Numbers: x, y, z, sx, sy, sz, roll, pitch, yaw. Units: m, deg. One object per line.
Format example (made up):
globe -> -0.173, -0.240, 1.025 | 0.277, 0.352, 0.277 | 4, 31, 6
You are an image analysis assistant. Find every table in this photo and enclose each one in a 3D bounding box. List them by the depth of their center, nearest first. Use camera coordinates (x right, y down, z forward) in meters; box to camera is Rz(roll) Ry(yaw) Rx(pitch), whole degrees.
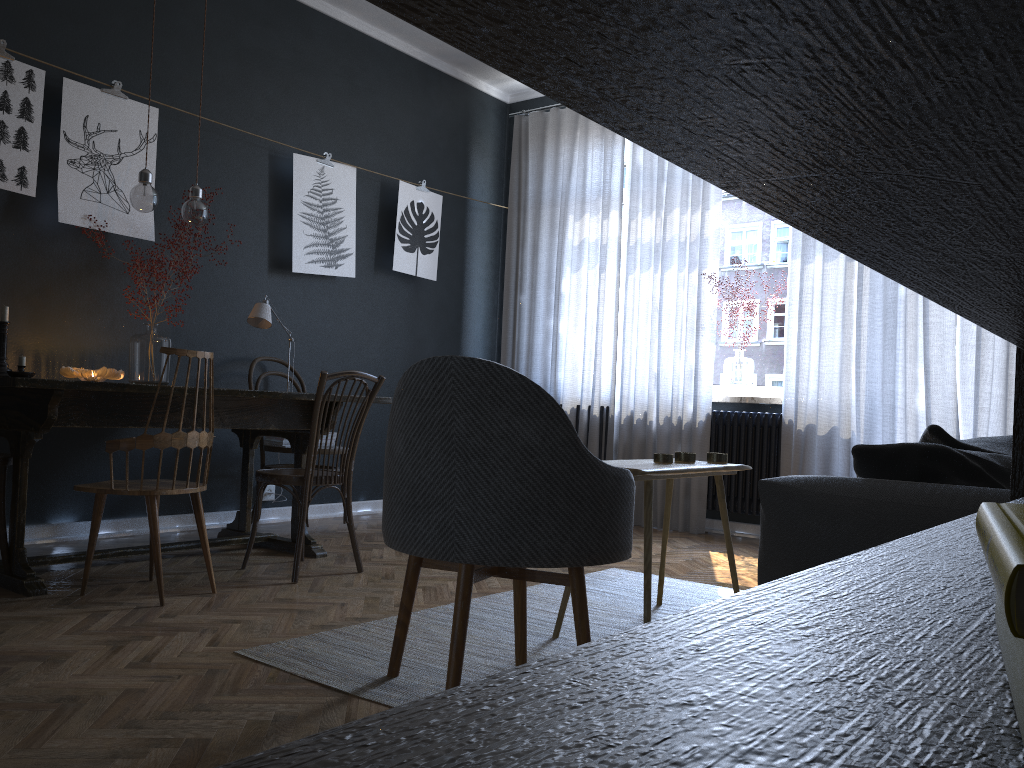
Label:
table -> 0.475, 0.532, 2.903 | 0.339, 0.550, 0.788 | 2, -1, 38
table -> -1.482, 0.370, 3.667 | 1.126, 0.727, 1.605 | 2, -2, 38

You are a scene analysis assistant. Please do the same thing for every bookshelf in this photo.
bookshelf -> 0.385, 0.153, 0.566 | 0.451, 1.172, 1.919 | 2, -1, 38

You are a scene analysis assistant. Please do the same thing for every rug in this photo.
rug -> 0.243, 0.794, 2.898 | 1.003, 0.013, 2.012 | 2, -2, 38

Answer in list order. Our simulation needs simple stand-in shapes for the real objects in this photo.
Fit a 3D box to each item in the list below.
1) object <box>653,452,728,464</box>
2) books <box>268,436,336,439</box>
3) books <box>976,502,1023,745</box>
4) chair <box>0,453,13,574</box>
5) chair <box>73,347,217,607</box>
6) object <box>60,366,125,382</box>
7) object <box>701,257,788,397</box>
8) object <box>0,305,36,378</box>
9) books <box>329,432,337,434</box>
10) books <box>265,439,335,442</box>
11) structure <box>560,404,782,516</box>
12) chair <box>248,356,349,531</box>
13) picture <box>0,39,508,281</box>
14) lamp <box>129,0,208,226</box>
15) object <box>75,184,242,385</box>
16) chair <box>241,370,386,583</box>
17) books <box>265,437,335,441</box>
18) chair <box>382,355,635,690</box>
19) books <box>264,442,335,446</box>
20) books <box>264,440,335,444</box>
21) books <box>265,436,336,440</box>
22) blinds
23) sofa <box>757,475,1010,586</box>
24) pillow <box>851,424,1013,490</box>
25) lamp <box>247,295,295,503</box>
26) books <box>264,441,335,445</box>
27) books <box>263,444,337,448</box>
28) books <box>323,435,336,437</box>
object -> 0.592, 0.250, 2.996 | 0.369, 0.033, 0.103 | 4, -2, -42
books -> -1.107, 0.281, 4.657 | 0.288, 0.008, 0.218 | 4, -2, -41
books -> 0.195, 0.098, 0.264 | 0.174, 0.113, 0.197 | 2, -1, 27
chair -> -1.990, 0.230, 3.001 | 0.437, 0.920, 0.549 | 2, -1, 40
chair -> -1.247, 0.305, 3.092 | 0.383, 0.856, 0.456 | 2, -1, 23
object -> -1.815, -0.041, 3.839 | 0.252, 0.072, 0.254 | 1, -2, 44
object -> 1.389, -0.331, 5.357 | 0.514, 0.809, 0.599 | 3, -1, 12
object -> -2.072, -0.235, 3.460 | 0.223, 0.419, 0.368 | 2, -1, 39
books -> -1.105, 0.250, 4.663 | 0.305, 0.013, 0.218 | 4, -2, -41
books -> -1.113, 0.296, 4.655 | 0.288, 0.008, 0.218 | 4, -2, -39
structure -> 0.983, 0.456, 5.599 | 1.846, 0.600, 0.216 | 2, -1, 38
chair -> -1.126, 0.316, 4.694 | 0.549, 0.920, 0.438 | 2, -1, 35
picture -> -1.351, -1.020, 4.714 | 0.058, 0.771, 4.459 | 2, -1, 38
lamp -> -1.041, -1.477, 3.182 | 0.583, 1.574, 1.590 | 3, -1, -21
object -> -1.665, -0.455, 4.128 | 0.638, 0.930, 0.557 | 3, -1, 8
chair -> -0.806, 0.352, 3.576 | 0.467, 0.820, 0.363 | 2, -1, 37
books -> -1.113, 0.291, 4.656 | 0.288, 0.008, 0.218 | 4, -2, -39
chair -> -0.042, 0.353, 2.132 | 0.645, 0.811, 0.495 | 2, -1, 16
books -> -1.111, 0.317, 4.650 | 0.305, 0.007, 0.218 | 4, -2, -40
books -> -1.110, 0.302, 4.650 | 0.305, 0.013, 0.218 | 4, -2, -41
books -> -1.107, 0.285, 4.662 | 0.305, 0.006, 0.218 | 4, -2, -40
blinds -> 1.539, -0.486, 5.136 | 3.991, 2.788, 0.312 | 2, -1, 38
sofa -> 1.480, 0.440, 2.398 | 0.970, 0.798, 2.341 | 2, -2, 37
pillow -> 1.067, 0.229, 1.940 | 0.798, 0.362, 0.442 | 4, -2, -34
lamp -> -1.214, 0.110, 4.588 | 0.242, 1.069, 0.800 | 3, -1, -8
books -> -1.110, 0.310, 4.652 | 0.305, 0.008, 0.218 | 4, -2, -40
books -> -1.111, 0.324, 4.651 | 0.218, 0.008, 0.305 | 1, -2, 44
books -> -1.105, 0.267, 4.659 | 0.305, 0.008, 0.218 | 4, -2, -42
